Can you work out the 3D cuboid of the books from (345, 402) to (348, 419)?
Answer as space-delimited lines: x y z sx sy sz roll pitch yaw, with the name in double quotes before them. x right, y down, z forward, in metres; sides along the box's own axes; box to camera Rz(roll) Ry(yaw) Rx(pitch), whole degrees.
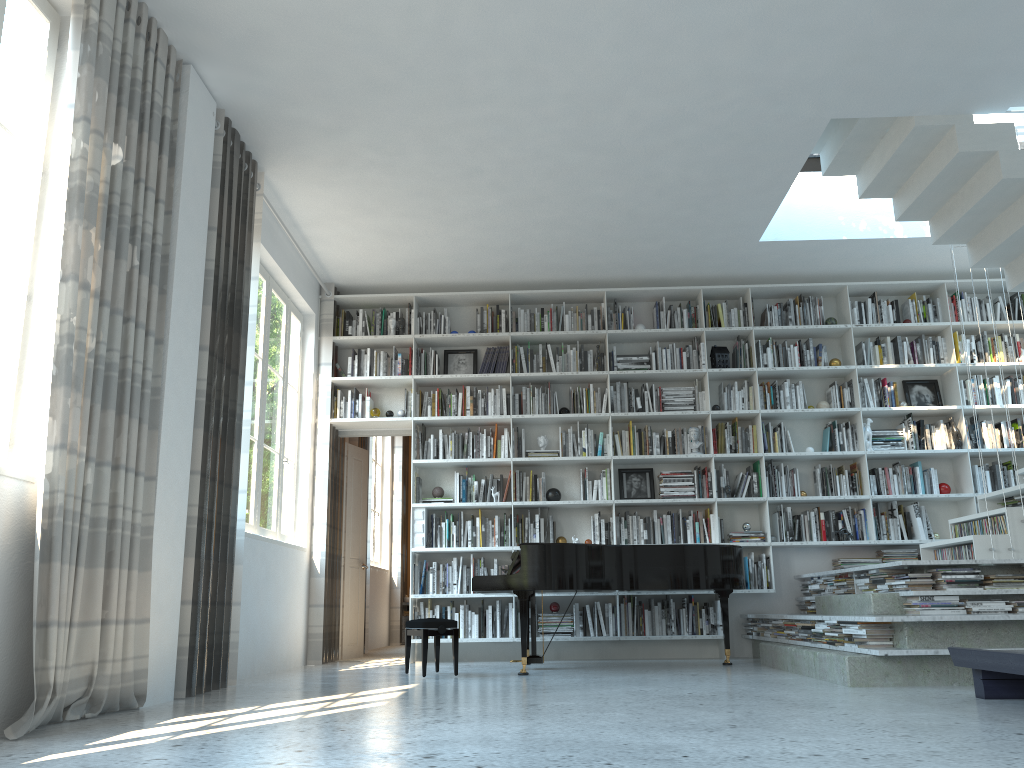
"books" -1.439 0.262 7.802 0.029 0.184 0.135 -1 -14 2

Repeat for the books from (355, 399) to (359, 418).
"books" -1.344 0.250 7.777 0.024 0.192 0.181 -1 -14 2

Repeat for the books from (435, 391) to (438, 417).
"books" -0.652 0.206 7.765 0.014 0.252 0.187 -1 -14 2

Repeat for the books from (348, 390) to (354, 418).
"books" -1.415 0.211 7.797 0.022 0.281 0.157 -1 -14 2

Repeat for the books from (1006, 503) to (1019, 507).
"books" 3.694 0.880 6.429 0.140 0.022 0.182 0 -14 -5

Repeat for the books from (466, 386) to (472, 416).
"books" -0.375 0.181 7.748 0.030 0.285 0.185 -1 -14 2

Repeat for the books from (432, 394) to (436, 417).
"books" -0.674 0.218 7.764 0.030 0.229 0.172 -1 -14 2

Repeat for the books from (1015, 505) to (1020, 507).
"books" 3.702 0.895 6.425 0.132 0.010 0.198 -2 -14 5

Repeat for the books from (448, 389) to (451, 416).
"books" -0.550 0.195 7.775 0.012 0.276 0.151 -1 -14 2

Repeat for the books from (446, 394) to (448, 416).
"books" -0.562 0.219 7.774 0.012 0.230 0.150 -1 -14 2

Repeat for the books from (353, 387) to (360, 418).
"books" -1.363 0.197 7.776 0.013 0.296 0.188 -1 -14 2

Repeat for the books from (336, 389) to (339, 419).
"books" -1.523 0.206 7.817 0.013 0.302 0.135 -1 -14 2

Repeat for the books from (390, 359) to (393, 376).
"books" -1.053 -0.108 7.877 0.029 0.197 0.144 -1 -14 2

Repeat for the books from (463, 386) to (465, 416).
"books" -0.420 0.179 7.775 0.014 0.303 0.152 -1 -14 2

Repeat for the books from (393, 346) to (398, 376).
"books" -1.034 -0.166 7.865 0.012 0.302 0.189 -1 -14 2

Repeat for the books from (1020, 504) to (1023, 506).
"books" 3.683 0.840 6.208 0.149 0.013 0.220 -3 -14 7

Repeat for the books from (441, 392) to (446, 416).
"books" -0.591 0.209 7.773 0.047 0.249 0.134 -1 -14 2

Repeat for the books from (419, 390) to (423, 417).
"books" -0.794 0.203 7.767 0.012 0.262 0.180 -1 -14 2

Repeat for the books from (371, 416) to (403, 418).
"books" -1.078 0.311 7.764 0.285 0.012 0.160 -2 -14 4

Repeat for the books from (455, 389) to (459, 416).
"books" -0.480 0.194 7.766 0.014 0.272 0.181 -1 -14 2

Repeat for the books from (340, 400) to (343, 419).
"books" -1.479 0.253 7.789 0.029 0.196 0.161 -1 -14 2

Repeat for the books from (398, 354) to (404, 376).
"books" -0.982 -0.133 7.849 0.029 0.228 0.191 -1 -14 2

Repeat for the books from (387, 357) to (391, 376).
"books" -1.082 -0.117 7.872 0.028 0.211 0.139 -1 -14 2

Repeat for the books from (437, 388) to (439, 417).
"books" -0.636 0.193 7.771 0.020 0.280 0.165 -1 -14 2

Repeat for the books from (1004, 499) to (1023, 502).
"books" 3.689 0.849 6.436 0.161 0.012 0.195 -1 -14 -1

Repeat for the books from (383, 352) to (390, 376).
"books" -1.112 -0.140 7.859 0.030 0.250 0.166 -1 -14 2

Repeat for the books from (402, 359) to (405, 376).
"books" -0.952 -0.110 7.872 0.029 0.195 0.146 -1 -14 2

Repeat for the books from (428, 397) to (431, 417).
"books" -0.713 0.233 7.750 0.026 0.194 0.176 -1 -14 2

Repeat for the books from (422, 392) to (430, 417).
"books" -0.757 0.209 7.781 0.062 0.257 0.153 -1 -14 2

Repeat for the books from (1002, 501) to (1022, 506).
"books" 3.687 0.865 6.432 0.159 0.009 0.208 0 -14 -2

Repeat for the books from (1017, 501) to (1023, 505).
"books" 3.669 0.828 6.211 0.189 0.012 0.156 -2 -14 5

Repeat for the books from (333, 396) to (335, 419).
"books" -1.549 0.237 7.786 0.013 0.227 0.179 -1 -14 2

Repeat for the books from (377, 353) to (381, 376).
"books" -1.174 -0.134 7.863 0.021 0.243 0.174 -1 -14 2

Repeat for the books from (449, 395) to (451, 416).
"books" -0.536 0.220 7.756 0.014 0.217 0.164 -1 -14 2

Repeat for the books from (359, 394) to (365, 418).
"books" -1.312 0.224 7.763 0.021 0.236 0.189 -1 -14 2

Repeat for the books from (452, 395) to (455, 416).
"books" -0.502 0.220 7.755 0.031 0.216 0.173 -1 -14 2

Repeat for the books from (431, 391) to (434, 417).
"books" -0.695 0.204 7.773 0.010 0.262 0.151 -1 -14 2

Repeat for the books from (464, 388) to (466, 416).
"books" -0.402 0.190 7.752 0.023 0.270 0.187 -1 -14 2

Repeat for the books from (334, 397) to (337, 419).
"books" -1.536 0.240 7.785 0.013 0.221 0.163 -1 -14 2

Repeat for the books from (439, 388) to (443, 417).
"books" -0.621 0.192 7.760 0.011 0.276 0.164 -1 -14 2

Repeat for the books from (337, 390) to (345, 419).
"books" -1.505 0.211 7.791 0.023 0.281 0.171 -1 -14 2

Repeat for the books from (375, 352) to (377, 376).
"books" -1.190 -0.136 7.863 0.012 0.248 0.192 -1 -14 2

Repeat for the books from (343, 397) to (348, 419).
"books" -1.460 0.239 7.783 0.010 0.219 0.181 -1 -14 2

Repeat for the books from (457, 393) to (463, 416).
"books" -0.450 0.211 7.765 0.047 0.237 0.163 -1 -14 2

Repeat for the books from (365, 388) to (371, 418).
"books" -1.265 0.198 7.790 0.013 0.298 0.179 -1 -14 2

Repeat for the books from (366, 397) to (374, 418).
"books" -1.244 0.236 7.766 0.029 0.210 0.187 -1 -14 2

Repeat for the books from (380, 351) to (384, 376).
"books" -1.139 -0.144 7.862 0.025 0.260 0.167 -1 -14 2

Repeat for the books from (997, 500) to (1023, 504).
"books" 3.669 0.858 6.435 0.198 0.006 0.189 0 -14 -2

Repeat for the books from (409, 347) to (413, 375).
"books" -0.892 -0.162 7.870 0.014 0.293 0.173 -1 -14 2

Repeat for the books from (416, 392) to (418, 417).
"books" -0.828 0.213 7.784 0.012 0.253 0.161 -1 -14 2

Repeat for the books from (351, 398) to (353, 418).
"books" -1.391 0.247 7.805 0.023 0.213 0.141 -1 -14 2

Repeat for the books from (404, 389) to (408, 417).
"books" -0.924 0.197 7.779 0.012 0.284 0.160 -1 -14 2

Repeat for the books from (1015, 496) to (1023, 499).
"books" 3.669 0.790 6.221 0.177 0.014 0.194 0 -14 -4

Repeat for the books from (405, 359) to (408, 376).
"books" -0.925 -0.111 7.856 0.026 0.187 0.154 -1 -14 2

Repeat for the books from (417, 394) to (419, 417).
"books" -0.811 0.221 7.773 0.022 0.232 0.151 -1 -14 2

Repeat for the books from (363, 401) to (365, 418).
"books" -1.285 0.255 7.797 0.029 0.191 0.135 -1 -14 2

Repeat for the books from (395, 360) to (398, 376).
"books" -1.011 -0.104 7.866 0.031 0.182 0.151 -1 -14 2

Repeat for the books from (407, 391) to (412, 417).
"books" -0.895 0.209 7.796 0.044 0.268 0.134 -1 -14 2
